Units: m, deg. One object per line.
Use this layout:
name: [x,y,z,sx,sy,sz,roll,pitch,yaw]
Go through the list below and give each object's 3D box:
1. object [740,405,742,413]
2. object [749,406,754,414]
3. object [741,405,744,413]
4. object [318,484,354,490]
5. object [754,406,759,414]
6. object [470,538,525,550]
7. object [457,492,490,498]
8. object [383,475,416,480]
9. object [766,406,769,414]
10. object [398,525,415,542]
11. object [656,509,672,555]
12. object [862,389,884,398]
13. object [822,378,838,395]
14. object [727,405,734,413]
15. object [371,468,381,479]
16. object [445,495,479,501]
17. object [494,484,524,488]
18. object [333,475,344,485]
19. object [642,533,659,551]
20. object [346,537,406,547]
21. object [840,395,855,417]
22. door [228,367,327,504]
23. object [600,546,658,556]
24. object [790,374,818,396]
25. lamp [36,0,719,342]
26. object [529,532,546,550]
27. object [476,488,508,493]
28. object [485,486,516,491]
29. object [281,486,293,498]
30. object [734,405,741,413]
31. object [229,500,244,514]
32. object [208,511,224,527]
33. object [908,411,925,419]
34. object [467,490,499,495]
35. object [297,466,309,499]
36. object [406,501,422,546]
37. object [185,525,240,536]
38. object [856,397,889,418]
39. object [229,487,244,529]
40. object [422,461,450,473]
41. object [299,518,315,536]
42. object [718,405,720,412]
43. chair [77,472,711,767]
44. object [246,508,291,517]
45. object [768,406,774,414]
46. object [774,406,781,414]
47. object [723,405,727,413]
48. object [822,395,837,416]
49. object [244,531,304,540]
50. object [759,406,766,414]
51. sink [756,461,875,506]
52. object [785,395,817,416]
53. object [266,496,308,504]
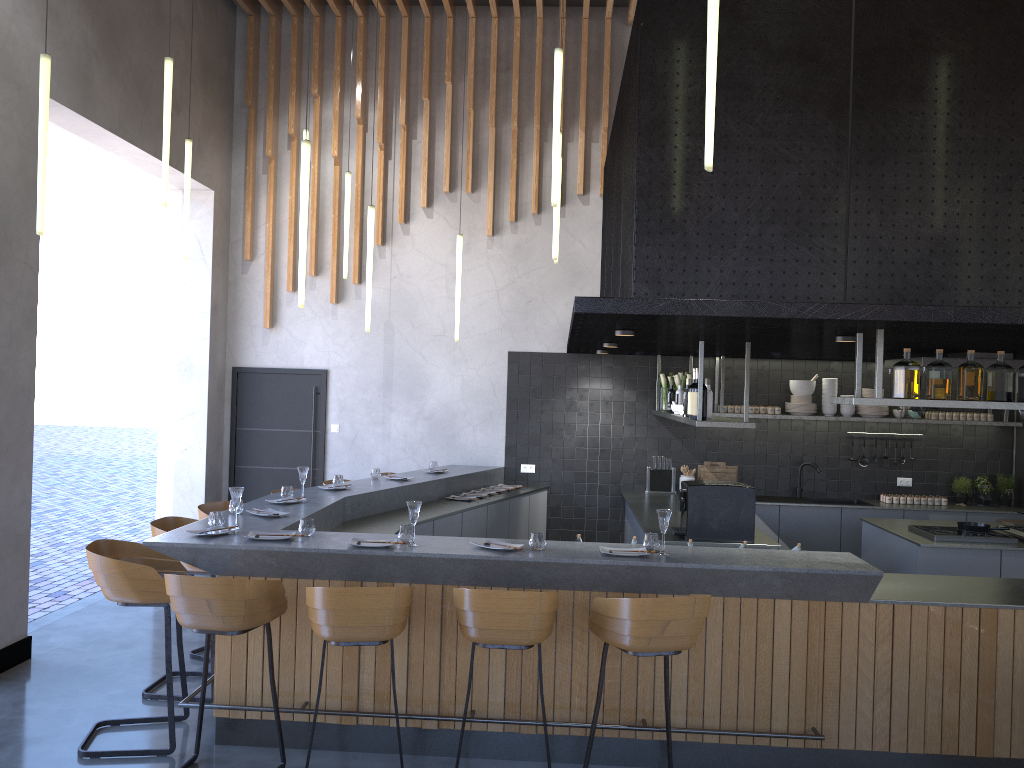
object: [2.310,0.253,8.883,0.062,0.078,0.062,2,0,-2]
object: [2.373,0.255,8.812,0.062,0.078,0.062,2,0,-2]
object: [2.306,0.252,8.815,0.062,0.078,0.062,2,0,-2]
object: [-1.356,0.806,6.926,0.170,0.025,0.294,2,0,29]
object: [2.442,0.257,8.876,0.062,0.078,0.062,2,0,-2]
object: [-0.056,0.840,4.595,0.294,0.025,0.170,2,0,40]
object: [-0.338,1.017,8.069,0.294,0.025,0.170,2,0,19]
object: [-1.001,0.818,7.739,0.294,0.025,0.170,2,0,41]
object: [2.574,0.261,8.869,0.062,0.078,0.062,2,0,-2]
object: [-0.560,0.794,4.705,0.086,0.086,0.086,2,0,3]
object: [0.782,0.764,4.576,0.082,0.227,0.082,2,0,38]
object: [3.583,0.102,8.807,0.204,0.106,0.204,2,0,-30]
object: [3.160,0.047,8.820,0.143,0.214,0.149,2,0,32]
object: [2.174,0.248,8.823,0.062,0.078,0.062,2,0,-2]
object: [-1.188,0.781,7.740,0.086,0.086,0.086,2,0,-25]
object: [-0.429,1.014,7.858,0.294,0.025,0.170,2,0,19]
object: [-0.015,1.029,8.879,0.294,0.025,0.170,2,0,19]
object: [-1.392,0.774,7.110,0.086,0.086,0.086,2,0,-37]
object: [0.733,0.834,4.675,0.086,0.086,0.086,2,0,3]
object: [-0.693,0.821,4.567,0.294,0.025,0.170,2,0,1]
object: [3.334,0.217,8.810,0.143,0.214,0.149,2,0,32]
door: [-2.479,0.861,9.367,1.012,2.056,0.137,2,0,3]
object: [0.601,0.860,4.537,0.294,0.025,0.170,2,0,1]
object: [2.901,0.020,8.856,0.249,0.243,0.248,2,0,4]
lamp: [1.723,-5.096,4.532,8.975,10.231,8.774,2,0,1]
object: [0.132,0.815,4.596,0.086,0.086,0.086,2,0,-22]
object: [-0.179,1.023,8.491,0.294,0.025,0.170,2,0,19]
object: [-0.096,1.026,8.685,0.294,0.025,0.170,2,0,19]
object: [-1.588,0.766,6.261,0.086,0.086,0.086,2,0,31]
object: [2.240,0.250,8.819,0.062,0.078,0.062,2,0,-2]
object: [-1.708,0.761,5.494,0.086,0.086,0.086,2,0,-21]
object: [-1.658,0.761,4.972,0.086,0.086,0.086,2,0,31]
object: [3.944,0.305,8.654,0.146,0.073,0.146,2,0,-25]
object: [-0.263,1.020,8.280,0.294,0.025,0.170,2,0,19]
object: [-1.476,0.699,6.257,0.082,0.227,0.082,2,0,-25]
object: [-0.512,0.725,4.606,0.082,0.227,0.082,2,0,38]
object: [-1.596,0.794,4.792,0.170,0.025,0.294,2,0,29]
object: [3.576,0.234,8.806,0.304,0.195,0.300,2,0,15]
object: [-1.547,0.694,4.969,0.082,0.227,0.082,2,0,-25]
object: [-0.741,0.797,8.482,0.269,0.086,0.319,2,0,29]
object: [-1.113,0.778,4.814,0.086,0.086,0.086,2,0,24]
object: [2.113,0.247,8.966,0.062,0.078,0.062,2,0,8]
chair: [-1.254,1.396,6.016,2.787,1.047,5.395,2,0,-20]
object: [-1.521,0.798,5.493,0.294,0.025,0.170,2,0,41]
object: [2.570,0.260,8.801,0.062,0.078,0.062,2,0,-2]
object: [2.635,0.262,8.797,0.062,0.078,0.062,2,0,-2]
object: [2.105,0.246,8.826,0.062,0.078,0.062,2,0,8]
object: [3.155,0.212,8.820,0.143,0.214,0.149,2,0,32]
object: [-1.248,0.804,4.682,0.294,0.025,0.170,2,0,-4]
object: [2.507,0.259,8.873,0.062,0.078,0.062,2,0,-2]
sink: [2.934,1.047,8.769,1.111,0.547,0.498,2,0,3]
object: [2.882,0.213,8.843,0.304,0.195,0.300,2,0,15]
object: [-1.526,0.799,6.081,0.170,0.025,0.294,2,0,29]
